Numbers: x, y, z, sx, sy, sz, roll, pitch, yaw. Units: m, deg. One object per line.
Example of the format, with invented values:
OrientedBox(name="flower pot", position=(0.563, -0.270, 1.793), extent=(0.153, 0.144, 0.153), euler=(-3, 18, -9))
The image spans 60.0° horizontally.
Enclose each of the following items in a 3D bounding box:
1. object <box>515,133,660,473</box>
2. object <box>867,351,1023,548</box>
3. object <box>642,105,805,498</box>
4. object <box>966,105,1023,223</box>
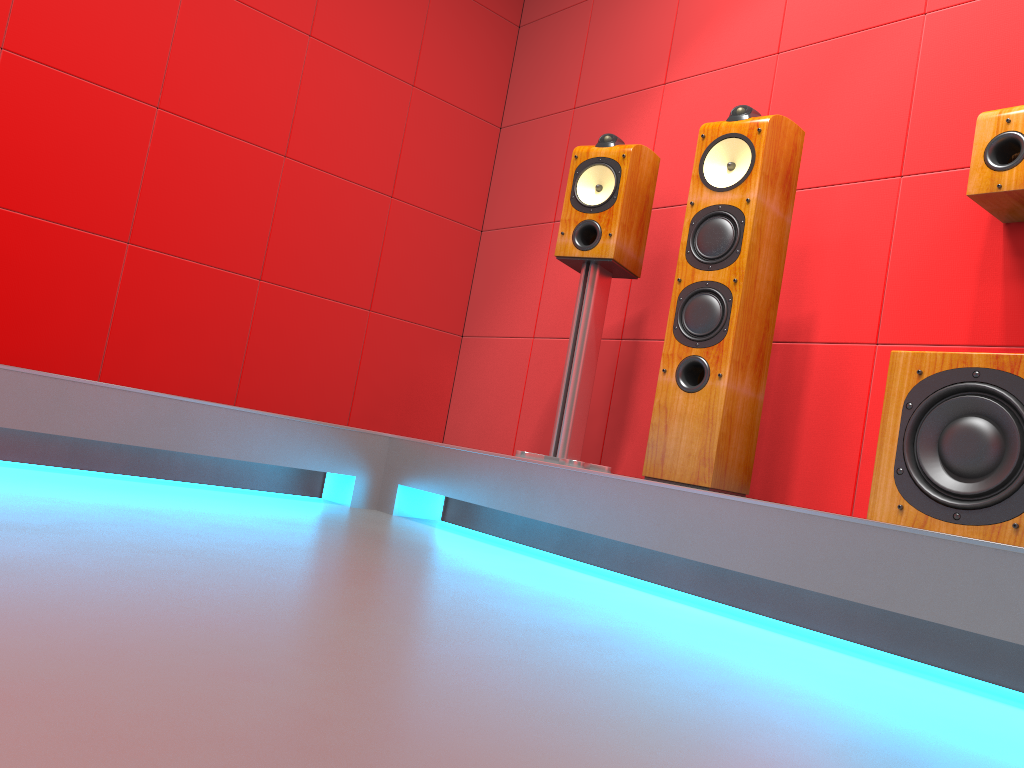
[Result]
OrientedBox(name="object", position=(0.255, -0.261, 2.826), extent=(0.231, 1.058, 0.265), euler=(7, -5, 30))
OrientedBox(name="object", position=(1.004, 0.147, 1.816), extent=(0.360, 0.360, 0.360), euler=(14, -6, -39))
OrientedBox(name="object", position=(0.584, -0.232, 2.429), extent=(0.203, 1.052, 0.238), euler=(6, -6, 40))
OrientedBox(name="object", position=(1.386, -0.565, 2.084), extent=(0.235, 0.271, 0.493), euler=(14, -6, -39))
